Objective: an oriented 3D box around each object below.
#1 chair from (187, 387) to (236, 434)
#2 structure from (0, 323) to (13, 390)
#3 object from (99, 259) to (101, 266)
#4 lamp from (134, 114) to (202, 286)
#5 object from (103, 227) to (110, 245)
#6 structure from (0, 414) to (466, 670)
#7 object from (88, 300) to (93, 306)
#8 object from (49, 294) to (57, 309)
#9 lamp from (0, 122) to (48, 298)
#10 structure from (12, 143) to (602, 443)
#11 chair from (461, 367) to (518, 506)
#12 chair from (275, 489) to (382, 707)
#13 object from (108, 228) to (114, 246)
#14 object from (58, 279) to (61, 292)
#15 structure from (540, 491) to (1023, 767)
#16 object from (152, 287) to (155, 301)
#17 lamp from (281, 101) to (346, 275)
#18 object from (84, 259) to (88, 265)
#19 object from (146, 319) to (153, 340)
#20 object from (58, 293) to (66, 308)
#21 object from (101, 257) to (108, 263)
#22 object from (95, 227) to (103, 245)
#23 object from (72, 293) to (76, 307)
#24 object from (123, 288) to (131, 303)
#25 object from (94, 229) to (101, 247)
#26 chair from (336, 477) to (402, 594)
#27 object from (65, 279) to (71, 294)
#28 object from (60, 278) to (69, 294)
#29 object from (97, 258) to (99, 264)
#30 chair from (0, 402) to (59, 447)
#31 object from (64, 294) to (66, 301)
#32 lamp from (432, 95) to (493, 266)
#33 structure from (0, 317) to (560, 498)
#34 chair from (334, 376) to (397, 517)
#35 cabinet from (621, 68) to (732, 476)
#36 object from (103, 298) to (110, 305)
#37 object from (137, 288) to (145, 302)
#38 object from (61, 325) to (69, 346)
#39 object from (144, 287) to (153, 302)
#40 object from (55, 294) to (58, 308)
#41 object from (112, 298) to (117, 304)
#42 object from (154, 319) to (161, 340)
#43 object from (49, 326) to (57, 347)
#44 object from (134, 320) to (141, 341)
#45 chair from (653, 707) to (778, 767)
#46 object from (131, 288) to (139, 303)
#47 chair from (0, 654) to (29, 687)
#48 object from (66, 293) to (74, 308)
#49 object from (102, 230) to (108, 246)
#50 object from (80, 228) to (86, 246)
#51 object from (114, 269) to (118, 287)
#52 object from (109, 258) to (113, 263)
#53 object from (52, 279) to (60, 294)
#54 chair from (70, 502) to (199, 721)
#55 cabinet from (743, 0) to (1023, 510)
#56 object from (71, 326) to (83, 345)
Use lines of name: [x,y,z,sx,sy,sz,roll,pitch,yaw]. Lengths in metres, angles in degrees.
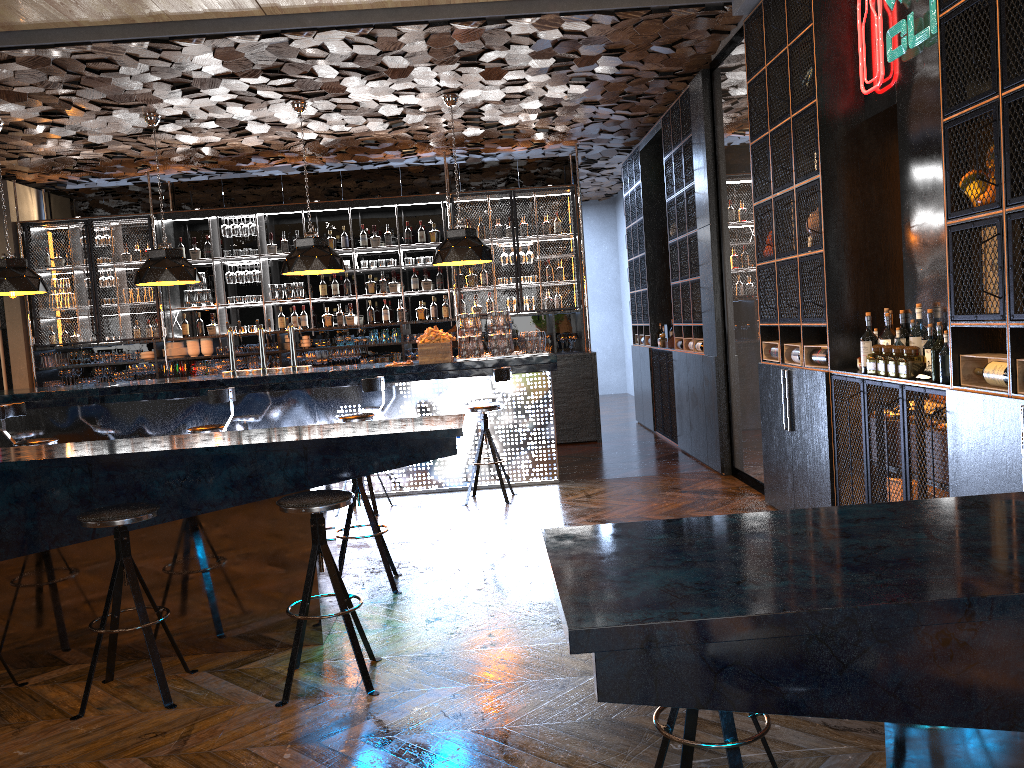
chair: [-2.450,0.597,7.272,0.476,1.108,0.419,-3,4,13]
structure: [-8.138,-0.561,10.803,4.269,3.734,0.705,-4,4,-2]
object: [-5.041,-1.502,10.930,0.077,0.080,0.077,-7,5,-36]
lamp: [-3.308,-1.729,8.344,0.582,1.564,0.607,-4,4,-2]
object: [-4.915,-1.797,10.748,0.081,0.213,0.081,-4,4,4]
structure: [-2.670,0.860,4.457,4.941,0.998,0.673,-4,4,-2]
object: [-5.156,-0.992,10.878,0.077,0.080,0.077,-3,4,10]
object: [-5.617,-1.008,10.850,0.092,0.182,0.092,-5,4,-6]
lamp: [-4.692,-1.594,8.183,0.582,1.606,0.607,-4,4,-2]
structure: [-2.443,-0.875,10.783,6.750,3.553,1.143,-4,4,-2]
chair: [-0.194,0.424,7.448,0.476,1.108,0.419,-3,4,8]
chair: [-0.802,0.869,3.775,0.419,0.813,0.419,-5,4,-7]
object: [-4.920,-1.806,10.892,0.081,0.213,0.081,-4,4,4]
object: [-5.588,-1.199,10.936,0.092,0.182,0.092,-5,4,-6]
structure: [1.345,0.761,1.763,2.476,0.998,0.673,-4,4,-2]
object: [-4.431,-1.098,10.933,0.092,0.182,0.092,-5,4,-6]
lamp: [-1.914,-1.823,8.264,0.582,1.564,0.607,-4,4,-2]
object: [-5.187,-1.486,10.840,0.077,0.080,0.077,-5,4,-11]
object: [-4.479,-0.669,10.945,0.075,0.260,0.075,-8,5,-43]
object: [-5.513,-1.016,10.854,0.092,0.182,0.092,-5,4,-6]
object: [-4.954,-1.498,10.782,0.077,0.080,0.077,-1,5,34]
object: [-5.006,-1.790,10.746,0.081,0.213,0.081,-4,4,4]
object: [-5.427,-1.028,10.942,0.092,0.182,0.092,-5,4,-6]
object: [-4.699,-1.072,10.829,0.092,0.182,0.092,-5,4,-6]
object: [-5.096,-1.794,10.887,0.081,0.213,0.081,-4,4,4]
chair: [-0.880,0.780,5.146,0.419,0.813,0.419,-5,4,-7]
object: [-5.485,-1.206,10.928,0.092,0.182,0.092,-5,4,-6]
object: [-5.478,-1.201,10.849,0.092,0.182,0.092,-5,4,-6]
object: [-5.081,-1.492,10.822,0.077,0.080,0.077,-1,5,34]
chair: [-3.833,0.704,7.134,0.476,1.108,0.419,-4,4,-2]
object: [-5.523,-1.021,10.949,0.092,0.182,0.092,-5,4,-6]
lamp: [-0.526,-1.932,8.422,0.582,1.564,0.607,-4,4,-2]
structure: [-2.596,0.240,8.369,6.009,1.685,1.214,-4,4,-2]
chair: [-1.238,0.505,7.354,0.476,1.108,0.419,-3,4,13]
cabinet: [1.941,-1.106,9.895,0.691,3.514,4.416,-4,4,-2]
object: [-4.928,-1.002,10.792,0.077,0.080,0.077,-4,4,-6]
object: [-4.534,-1.086,10.857,0.092,0.182,0.092,-5,4,-6]
object: [-5.480,-0.592,10.869,0.075,0.260,0.075,-2,5,32]
object: [-4.439,-1.091,10.839,0.092,0.182,0.092,-5,4,-6]
object: [-5.630,-1.014,10.952,0.092,0.182,0.092,-5,4,-6]
object: [-4.892,-1.015,10.951,0.077,0.080,0.077,-4,4,-6]
object: [-4.375,-0.675,10.927,0.075,0.260,0.075,-8,5,-43]
object: [-5.648,-0.581,10.891,0.075,0.261,0.075,-8,5,-43]
object: [-4.615,-0.656,10.919,0.075,0.261,0.075,-8,5,-43]
chair: [0.552,0.863,2.478,0.419,0.813,0.419,-1,5,33]
object: [-4.647,-1.083,10.931,0.092,0.182,0.092,-5,4,-6]
chair: [-2.405,0.983,3.777,0.419,0.813,0.419,-5,4,-7]
object: [-5.413,-1.022,10.846,0.092,0.182,0.092,-5,4,-6]
object: [-5.010,-1.800,10.889,0.081,0.213,0.081,-4,4,4]
object: [-5.188,-1.777,10.741,0.081,0.213,0.081,-4,4,4]
object: [-4.885,-1.309,10.926,0.081,0.213,0.081,-4,4,4]
object: [-4.932,-1.511,10.943,0.077,0.080,0.077,-1,5,34]
object: [-5.580,-1.193,10.838,0.092,0.182,0.092,-5,4,-6]
chair: [-1.638,0.928,3.785,0.419,0.813,0.419,-5,4,-7]
cabinet: [2.120,-0.732,4.293,0.691,3.514,4.416,-4,4,-2]
object: [-5.343,-0.594,10.883,0.108,0.244,0.108,-3,4,12]
